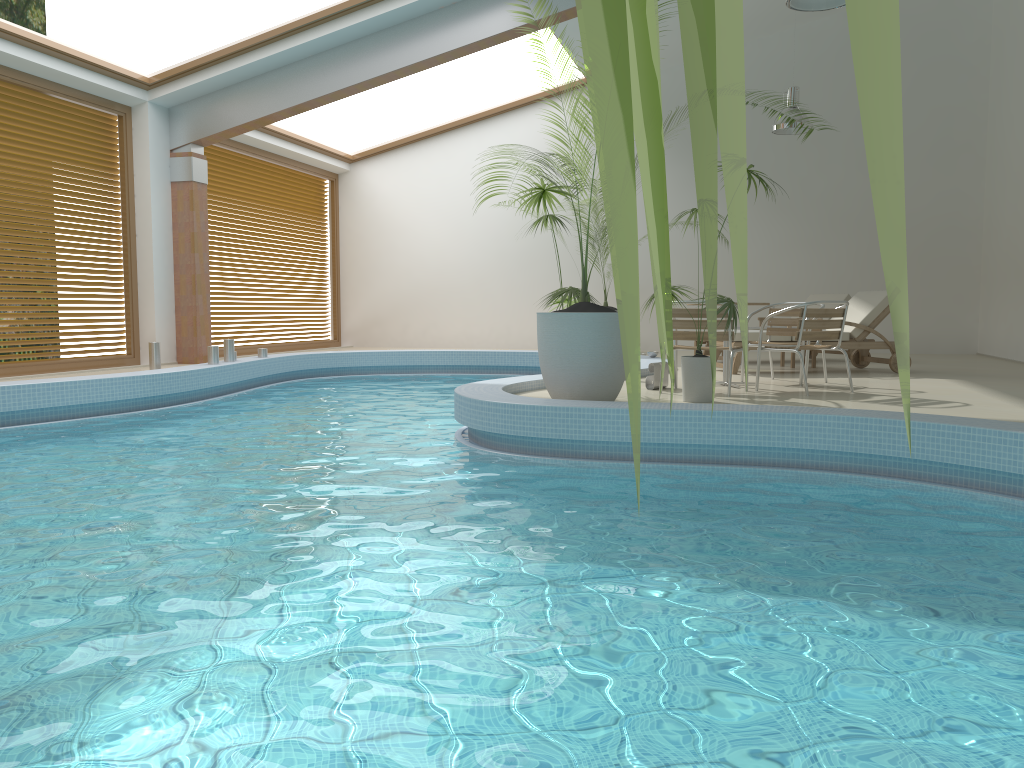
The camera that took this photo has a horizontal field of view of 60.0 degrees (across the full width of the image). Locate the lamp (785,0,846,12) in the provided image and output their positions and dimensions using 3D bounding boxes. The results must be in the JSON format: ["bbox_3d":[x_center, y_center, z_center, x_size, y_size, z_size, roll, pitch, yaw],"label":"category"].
[{"bbox_3d":[2.261,-3.780,6.401,0.506,1.958,0.505,1,5,15],"label":"lamp"}]

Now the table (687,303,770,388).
[{"bbox_3d":[1.872,-0.344,7.722,0.700,0.720,0.700,3,6,34],"label":"table"}]

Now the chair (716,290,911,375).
[{"bbox_3d":[3.162,-0.568,9.495,1.903,0.866,0.861,-1,5,-7],"label":"chair"}]

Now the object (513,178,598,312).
[{"bbox_3d":[0.344,-0.778,7.074,0.791,1.695,1.059,0,5,2],"label":"object"}]

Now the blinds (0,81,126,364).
[{"bbox_3d":[-5.197,-1.539,8.582,0.095,2.921,4.200,1,5,15],"label":"blinds"}]

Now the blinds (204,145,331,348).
[{"bbox_3d":[-3.842,-1.961,13.573,0.095,2.921,4.414,1,5,15],"label":"blinds"}]

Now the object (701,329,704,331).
[{"bbox_3d":[2.586,-0.668,11.976,0.102,0.137,0.102,3,6,30],"label":"object"}]

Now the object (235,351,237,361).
[{"bbox_3d":[-3.204,-0.320,10.127,0.115,0.107,0.115,-2,5,-26],"label":"object"}]

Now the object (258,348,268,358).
[{"bbox_3d":[-3.041,-0.378,10.814,0.115,0.107,0.115,-2,5,-26],"label":"object"}]

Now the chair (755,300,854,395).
[{"bbox_3d":[2.367,-0.309,7.186,0.618,0.727,0.563,-3,6,-32],"label":"chair"}]

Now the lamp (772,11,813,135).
[{"bbox_3d":[3.557,-4.183,11.173,0.506,1.958,0.505,1,5,15],"label":"lamp"}]

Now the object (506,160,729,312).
[{"bbox_3d":[1.555,-1.945,13.312,2.979,2.960,2.729,-2,5,-20],"label":"object"}]

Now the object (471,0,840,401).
[{"bbox_3d":[0.522,-1.348,6.259,2.979,2.960,2.729,3,6,32],"label":"object"}]

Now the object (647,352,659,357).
[{"bbox_3d":[1.714,-0.358,10.801,0.140,0.069,0.140,-1,5,-16],"label":"object"}]

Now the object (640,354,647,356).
[{"bbox_3d":[1.733,-0.370,11.888,0.140,0.069,0.140,-1,5,-16],"label":"object"}]

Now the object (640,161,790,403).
[{"bbox_3d":[1.435,-0.719,6.376,0.791,1.695,1.059,-4,6,-39],"label":"object"}]

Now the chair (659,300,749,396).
[{"bbox_3d":[1.545,-0.304,7.131,0.618,0.727,0.563,2,5,27],"label":"chair"}]

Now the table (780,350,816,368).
[{"bbox_3d":[3.289,-0.320,10.194,0.283,0.255,0.320,-1,5,-7],"label":"table"}]

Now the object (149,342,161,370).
[{"bbox_3d":[-3.758,-0.279,9.335,0.115,0.320,0.115,-2,5,-26],"label":"object"}]

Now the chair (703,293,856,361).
[{"bbox_3d":[3.431,-0.717,11.256,1.903,0.866,0.861,-2,5,-23],"label":"chair"}]

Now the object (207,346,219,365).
[{"bbox_3d":[-3.186,-0.307,9.459,0.115,0.194,0.115,-3,6,-34],"label":"object"}]

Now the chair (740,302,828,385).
[{"bbox_3d":[2.476,-0.382,8.051,0.563,0.727,0.618,-4,7,-42],"label":"chair"}]

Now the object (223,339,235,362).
[{"bbox_3d":[-3.154,-0.373,9.888,0.115,0.254,0.115,-3,6,-34],"label":"object"}]

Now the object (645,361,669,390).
[{"bbox_3d":[1.220,-0.072,7.455,0.081,0.223,0.272,3,6,35],"label":"object"}]

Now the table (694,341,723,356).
[{"bbox_3d":[2.658,-0.466,11.921,0.283,0.255,0.320,-2,5,-23],"label":"table"}]
